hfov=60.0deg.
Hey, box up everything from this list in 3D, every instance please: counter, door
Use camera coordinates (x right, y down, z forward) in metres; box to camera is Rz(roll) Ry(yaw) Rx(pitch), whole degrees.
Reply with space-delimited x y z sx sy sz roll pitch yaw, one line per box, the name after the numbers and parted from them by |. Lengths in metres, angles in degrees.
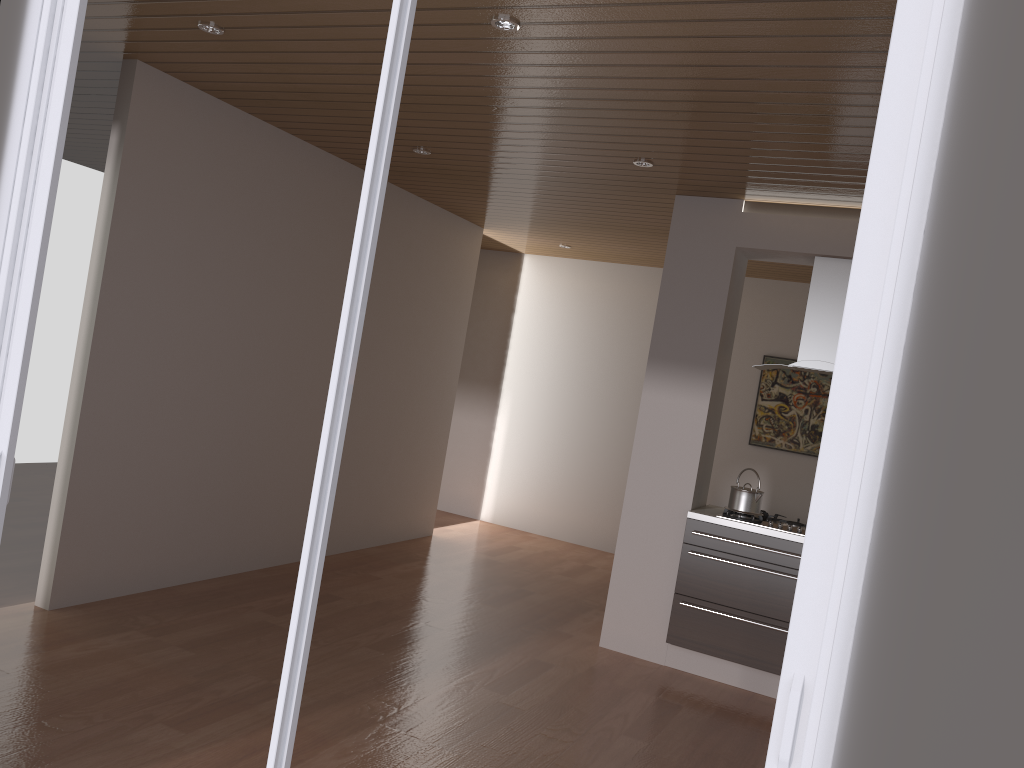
1.806 0.882 4.234 2.150 0.036 1.850 10 1 25 | counter
-0.402 0.072 2.018 2.300 2.700 0.101 10 1 25 | door

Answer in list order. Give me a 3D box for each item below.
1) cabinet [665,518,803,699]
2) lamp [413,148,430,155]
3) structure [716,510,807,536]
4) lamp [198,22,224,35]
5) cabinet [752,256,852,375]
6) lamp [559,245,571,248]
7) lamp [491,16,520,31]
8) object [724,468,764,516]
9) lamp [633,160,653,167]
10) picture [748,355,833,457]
1.731 1.328 4.240 2.150 0.870 1.850 10 1 25 | cabinet
-0.523 -1.378 5.169 0.102 0.055 0.102 9 1 -3 | lamp
1.604 0.797 5.027 0.797 0.047 0.494 10 1 25 | structure
-1.227 -1.476 3.626 0.102 0.055 0.102 10 1 8 | lamp
2.093 -0.161 4.228 2.058 1.032 1.399 10 1 29 | cabinet
0.476 -1.246 7.895 0.102 0.055 0.102 10 1 8 | lamp
-0.019 -1.265 3.061 0.102 0.055 0.102 10 1 8 | lamp
1.336 0.601 5.034 0.221 0.251 0.221 10 1 17 | object
0.685 -1.167 4.604 0.102 0.055 0.102 10 1 8 | lamp
2.722 0.240 7.547 1.277 0.801 0.018 10 1 25 | picture
